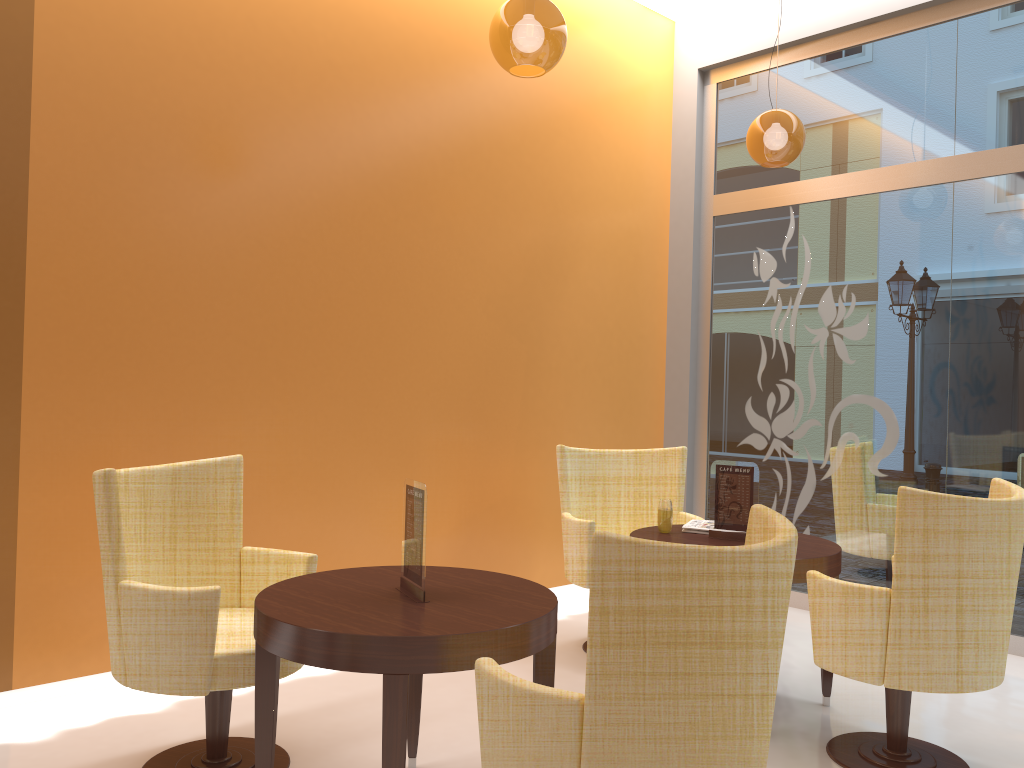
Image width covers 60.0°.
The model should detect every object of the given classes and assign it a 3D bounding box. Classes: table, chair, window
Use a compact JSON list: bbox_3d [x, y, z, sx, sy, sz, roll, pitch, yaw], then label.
[{"bbox_3d":[0.933,1.004,3.782,0.874,0.679,0.872,2,0,3],"label":"table"},{"bbox_3d":[1.427,0.844,3.154,0.729,1.017,0.685,2,-1,-40],"label":"chair"},{"bbox_3d":[-0.311,0.960,2.606,0.874,0.679,0.872,2,0,-7],"label":"table"},{"bbox_3d":[0.593,0.830,4.519,0.729,1.017,0.685,2,0,-11],"label":"chair"},{"bbox_3d":[4.092,-0.323,3.070,0.040,3.380,8.200,2,-1,-43],"label":"window"},{"bbox_3d":[0.294,0.803,2.083,0.685,1.017,0.729,1,-1,44],"label":"chair"},{"bbox_3d":[-1.022,0.773,2.992,0.685,1.017,0.729,2,0,15],"label":"chair"}]

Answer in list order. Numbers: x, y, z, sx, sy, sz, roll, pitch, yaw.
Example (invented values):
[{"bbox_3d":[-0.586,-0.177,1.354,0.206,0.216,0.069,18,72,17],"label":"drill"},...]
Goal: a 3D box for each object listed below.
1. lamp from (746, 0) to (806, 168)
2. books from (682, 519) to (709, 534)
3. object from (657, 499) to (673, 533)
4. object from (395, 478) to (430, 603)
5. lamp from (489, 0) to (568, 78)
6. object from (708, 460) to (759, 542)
[{"bbox_3d":[1.387,-1.889,4.610,0.299,1.500,0.299,2,-1,-43],"label":"lamp"},{"bbox_3d":[0.964,0.653,4.013,0.339,0.028,0.273,1,0,22],"label":"books"},{"bbox_3d":[0.678,0.584,3.925,0.067,0.148,0.067,2,0,-19],"label":"object"},{"bbox_3d":[-0.290,0.453,2.616,0.042,0.335,0.209,2,0,-25],"label":"object"},{"bbox_3d":[0.079,-1.936,3.374,0.299,1.500,0.299,2,-1,-43],"label":"lamp"},{"bbox_3d":[0.947,0.497,3.786,0.209,0.335,0.042,1,0,30],"label":"object"}]
